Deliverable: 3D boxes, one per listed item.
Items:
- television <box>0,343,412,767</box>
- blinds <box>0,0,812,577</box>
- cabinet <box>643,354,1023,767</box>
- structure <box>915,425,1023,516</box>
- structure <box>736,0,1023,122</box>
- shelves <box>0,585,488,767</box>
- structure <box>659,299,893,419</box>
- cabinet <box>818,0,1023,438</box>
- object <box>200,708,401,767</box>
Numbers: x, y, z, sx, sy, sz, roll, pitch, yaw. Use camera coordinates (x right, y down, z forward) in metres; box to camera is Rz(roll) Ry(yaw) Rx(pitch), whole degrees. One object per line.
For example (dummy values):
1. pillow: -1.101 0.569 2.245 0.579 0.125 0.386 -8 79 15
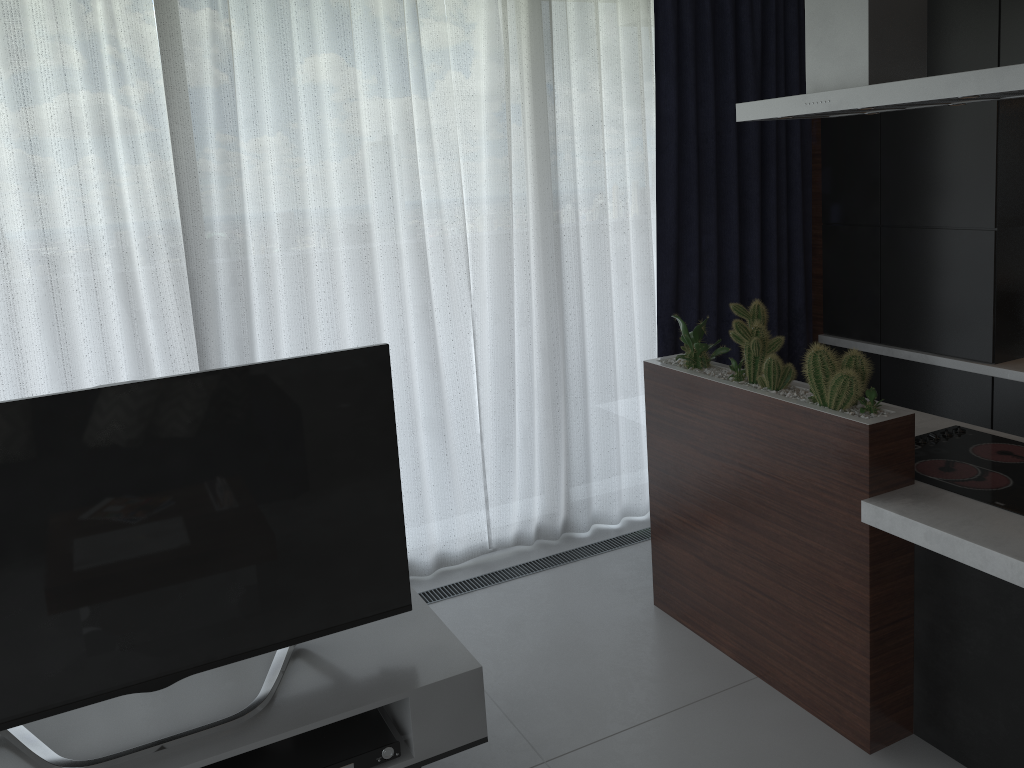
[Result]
1. television: -0.838 0.379 1.987 1.237 0.775 0.300 -10 11 -26
2. blinds: 0.272 0.252 0.189 5.823 2.731 7.224 -9 14 -22
3. cabinet: 1.523 -0.140 1.905 0.790 2.513 3.372 -8 13 -25
4. structure: 1.412 0.261 2.471 0.507 0.056 0.772 -10 15 -25
5. structure: 1.163 -1.189 2.556 0.449 0.748 1.055 -9 13 -25
6. shelves: -1.298 1.043 2.068 2.362 0.492 0.882 -10 14 -25
7. structure: 0.780 -0.120 2.816 0.223 0.281 1.012 -8 14 -23
8. cabinet: 2.612 -0.483 3.010 0.709 2.514 3.517 -8 13 -25
9. object: -0.528 0.870 2.135 0.432 0.052 0.339 -10 15 -25
